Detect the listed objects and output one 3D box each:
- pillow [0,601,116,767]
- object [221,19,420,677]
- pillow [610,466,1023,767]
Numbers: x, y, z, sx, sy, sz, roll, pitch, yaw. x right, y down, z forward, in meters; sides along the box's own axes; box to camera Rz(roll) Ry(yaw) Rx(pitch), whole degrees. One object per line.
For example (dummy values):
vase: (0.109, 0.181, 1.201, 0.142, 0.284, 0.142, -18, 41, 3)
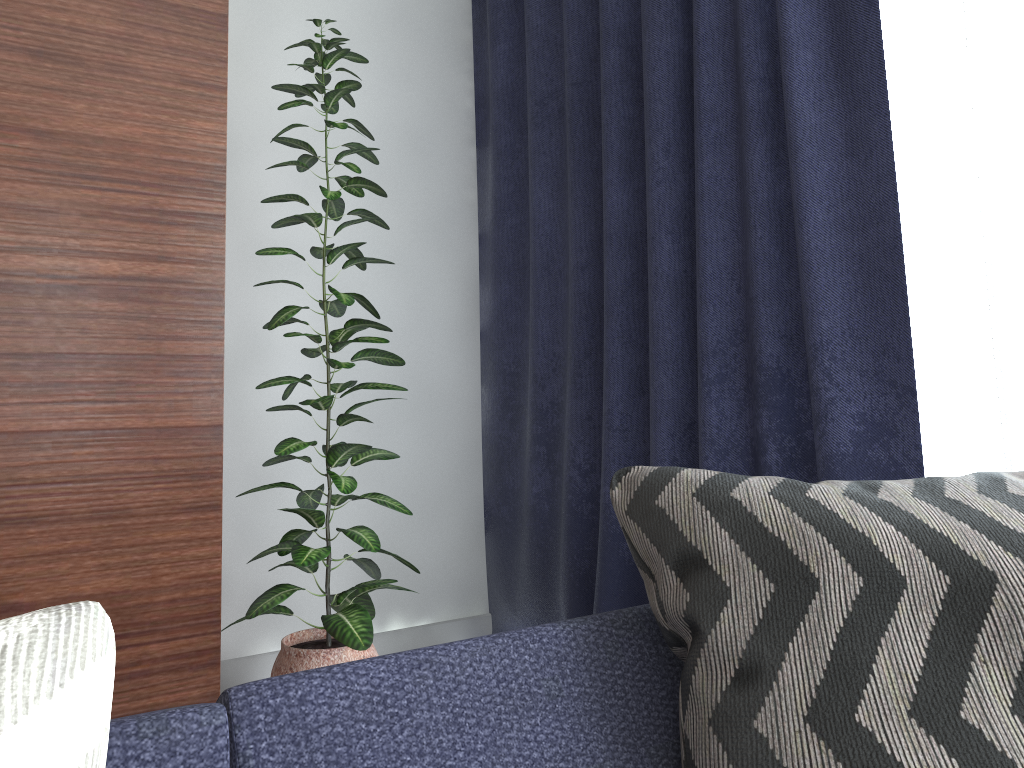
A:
pillow: (-0.363, 0.329, 0.300, 0.494, 0.391, 0.340, 1, -4, -33)
object: (-0.473, -0.053, 2.258, 0.502, 1.861, 0.480, -4, -6, 25)
pillow: (0.414, 0.340, 0.808, 0.598, 0.523, 0.352, -1, -5, -3)
